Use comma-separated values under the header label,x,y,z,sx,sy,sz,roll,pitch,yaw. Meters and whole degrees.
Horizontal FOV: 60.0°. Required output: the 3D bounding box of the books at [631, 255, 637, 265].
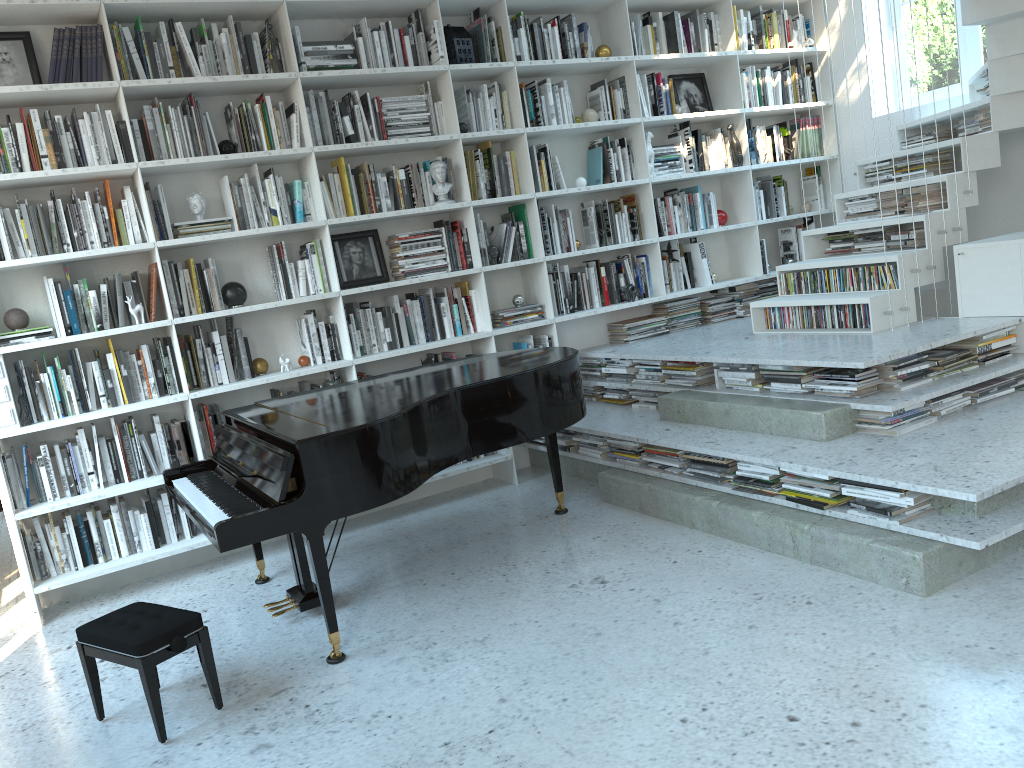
label,x,y,z,sx,sy,sz,roll,pitch,yaw
books,0.775,-0.693,5.758,0.012,0.283,0.143,-14,10,-27

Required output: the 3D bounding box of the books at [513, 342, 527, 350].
label,x,y,z,sx,sy,sz,roll,pitch,yaw
books,0.064,-0.117,5.289,0.005,0.264,0.162,-14,10,-27

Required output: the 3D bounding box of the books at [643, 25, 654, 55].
label,x,y,z,sx,sy,sz,roll,pitch,yaw
books,0.832,-2.155,5.652,0.025,0.208,0.175,-14,10,-27

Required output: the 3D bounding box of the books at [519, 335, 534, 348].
label,x,y,z,sx,sy,sz,roll,pitch,yaw
books,0.096,-0.145,5.316,0.032,0.301,0.148,-14,10,-27

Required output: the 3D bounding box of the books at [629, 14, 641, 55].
label,x,y,z,sx,sy,sz,roll,pitch,yaw
books,0.764,-2.179,5.630,0.051,0.283,0.166,-14,10,-27

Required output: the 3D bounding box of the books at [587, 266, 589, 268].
label,x,y,z,sx,sy,sz,roll,pitch,yaw
books,0.473,-0.611,5.606,0.016,0.261,0.098,-14,10,-27

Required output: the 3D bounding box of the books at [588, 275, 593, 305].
label,x,y,z,sx,sy,sz,roll,pitch,yaw
books,0.450,-0.583,5.578,0.012,0.222,0.153,-14,10,-27

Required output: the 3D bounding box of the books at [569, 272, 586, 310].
label,x,y,z,sx,sy,sz,roll,pitch,yaw
books,0.398,-0.577,5.551,0.029,0.235,0.142,-14,10,-27

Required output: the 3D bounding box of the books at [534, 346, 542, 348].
label,x,y,z,sx,sy,sz,roll,pitch,yaw
books,0.151,-0.115,5.318,0.026,0.225,0.175,-14,10,-27

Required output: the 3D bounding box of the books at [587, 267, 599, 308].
label,x,y,z,sx,sy,sz,roll,pitch,yaw
books,0.471,-0.601,5.569,0.025,0.253,0.181,-14,10,-27

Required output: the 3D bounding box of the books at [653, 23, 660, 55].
label,x,y,z,sx,sy,sz,roll,pitch,yaw
books,0.881,-2.177,5.691,0.030,0.224,0.157,-14,10,-27

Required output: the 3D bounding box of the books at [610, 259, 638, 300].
label,x,y,z,sx,sy,sz,roll,pitch,yaw
books,0.711,-0.666,5.698,0.070,0.267,0.185,-14,10,-27

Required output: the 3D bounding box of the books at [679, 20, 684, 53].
label,x,y,z,sx,sy,sz,roll,pitch,yaw
books,1.038,-2.214,5.750,0.030,0.230,0.187,-14,10,-27

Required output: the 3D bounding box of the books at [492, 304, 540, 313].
label,x,y,z,sx,sy,sz,roll,pitch,yaw
books,0.022,-0.449,5.279,0.254,0.012,0.160,-12,9,-18

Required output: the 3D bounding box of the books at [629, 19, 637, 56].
label,x,y,z,sx,sy,sz,roll,pitch,yaw
books,0.726,-2.156,5.613,0.012,0.254,0.160,-14,10,-27

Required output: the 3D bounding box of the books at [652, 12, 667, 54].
label,x,y,z,sx,sy,sz,roll,pitch,yaw
books,0.924,-2.219,5.704,0.026,0.288,0.156,-14,10,-27

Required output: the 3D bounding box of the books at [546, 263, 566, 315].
label,x,y,z,sx,sy,sz,roll,pitch,yaw
books,0.253,-0.580,5.443,0.010,0.317,0.186,-14,10,-27

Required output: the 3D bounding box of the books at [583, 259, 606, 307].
label,x,y,z,sx,sy,sz,roll,pitch,yaw
books,0.518,-0.632,5.589,0.012,0.293,0.175,-14,10,-27

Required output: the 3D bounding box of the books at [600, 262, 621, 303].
label,x,y,z,sx,sy,sz,roll,pitch,yaw
books,0.618,-0.643,5.658,0.026,0.263,0.169,-14,10,-27

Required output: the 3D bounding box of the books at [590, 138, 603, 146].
label,x,y,z,sx,sy,sz,roll,pitch,yaw
books,0.553,-1.388,5.586,0.016,0.291,0.135,-14,10,-27

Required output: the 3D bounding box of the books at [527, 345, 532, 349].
label,x,y,z,sx,sy,sz,roll,pitch,yaw
books,0.089,-0.112,5.293,0.014,0.246,0.176,-14,10,-27

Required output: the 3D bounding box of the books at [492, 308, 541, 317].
label,x,y,z,sx,sy,sz,roll,pitch,yaw
books,0.027,-0.425,5.281,0.253,0.012,0.160,-13,9,-27

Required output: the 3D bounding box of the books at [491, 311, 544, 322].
label,x,y,z,sx,sy,sz,roll,pitch,yaw
books,0.028,-0.402,5.290,0.285,0.012,0.159,-13,9,-24

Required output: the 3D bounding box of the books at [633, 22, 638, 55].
label,x,y,z,sx,sy,sz,roll,pitch,yaw
books,0.740,-2.150,5.618,0.013,0.237,0.141,-14,10,-27

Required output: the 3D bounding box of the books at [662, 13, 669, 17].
label,x,y,z,sx,sy,sz,roll,pitch,yaw
books,0.988,-2.236,5.759,0.012,0.285,0.159,-14,10,-27

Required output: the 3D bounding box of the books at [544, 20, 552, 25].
label,x,y,z,sx,sy,sz,roll,pitch,yaw
books,0.239,-2.052,5.384,0.010,0.272,0.120,-14,10,-27

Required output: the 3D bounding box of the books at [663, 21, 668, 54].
label,x,y,z,sx,sy,sz,roll,pitch,yaw
books,0.945,-2.200,5.728,0.025,0.239,0.142,-14,10,-27

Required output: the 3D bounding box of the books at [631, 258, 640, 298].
label,x,y,z,sx,sy,sz,roll,pitch,yaw
books,0.757,-0.678,5.734,0.021,0.265,0.150,-14,10,-27

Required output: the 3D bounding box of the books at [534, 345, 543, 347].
label,x,y,z,sx,sy,sz,roll,pitch,yaw
books,0.159,-0.120,5.341,0.011,0.226,0.149,-14,10,-27

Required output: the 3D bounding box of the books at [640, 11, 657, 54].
label,x,y,z,sx,sy,sz,roll,pitch,yaw
books,0.857,-2.208,5.677,0.011,0.297,0.162,-14,10,-27

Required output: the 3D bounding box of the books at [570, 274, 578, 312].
label,x,y,z,sx,sy,sz,roll,pitch,yaw
books,0.353,-0.563,5.515,0.065,0.232,0.162,-14,10,-27

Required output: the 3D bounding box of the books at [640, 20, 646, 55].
label,x,y,z,sx,sy,sz,roll,pitch,yaw
books,0.795,-2.172,5.657,0.026,0.251,0.130,-14,10,-27

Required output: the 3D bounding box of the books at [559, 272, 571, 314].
label,x,y,z,sx,sy,sz,roll,pitch,yaw
books,0.285,-0.557,5.462,0.023,0.257,0.178,-14,10,-27

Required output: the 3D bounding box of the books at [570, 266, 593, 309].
label,x,y,z,sx,sy,sz,roll,pitch,yaw
books,0.437,-0.602,5.563,0.014,0.268,0.171,-14,10,-27

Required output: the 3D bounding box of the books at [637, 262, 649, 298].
label,x,y,z,sx,sy,sz,roll,pitch,yaw
books,0.810,-0.669,5.743,0.025,0.228,0.175,-14,10,-27

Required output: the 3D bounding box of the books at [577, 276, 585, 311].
label,x,y,z,sx,sy,sz,roll,pitch,yaw
books,0.387,-0.564,5.535,0.011,0.217,0.175,-14,10,-27

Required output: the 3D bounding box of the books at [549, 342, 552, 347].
label,x,y,z,sx,sy,sz,roll,pitch,yaw
books,0.211,-0.136,5.365,0.013,0.233,0.149,-14,10,-27

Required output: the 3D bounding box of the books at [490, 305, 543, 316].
label,x,y,z,sx,sy,sz,roll,pitch,yaw
books,0.021,-0.438,5.287,0.285,0.012,0.159,-13,9,-23

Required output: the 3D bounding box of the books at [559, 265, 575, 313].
label,x,y,z,sx,sy,sz,roll,pitch,yaw
books,0.305,-0.581,5.471,0.030,0.295,0.188,-14,10,-27

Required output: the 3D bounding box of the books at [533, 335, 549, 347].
label,x,y,z,sx,sy,sz,roll,pitch,yaw
books,0.183,-0.154,5.340,0.021,0.285,0.172,-14,10,-27

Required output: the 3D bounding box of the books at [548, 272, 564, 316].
label,x,y,z,sx,sy,sz,roll,pitch,yaw
books,0.244,-0.550,5.439,0.023,0.263,0.186,-14,10,-27

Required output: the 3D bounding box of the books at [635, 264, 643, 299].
label,x,y,z,sx,sy,sz,roll,pitch,yaw
books,0.781,-0.659,5.734,0.013,0.220,0.168,-14,10,-27

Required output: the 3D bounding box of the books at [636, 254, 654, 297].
label,x,y,z,sx,sy,sz,roll,pitch,yaw
books,0.847,-0.701,5.769,0.025,0.273,0.171,-14,10,-27

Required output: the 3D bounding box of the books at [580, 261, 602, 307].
label,x,y,z,sx,sy,sz,roll,pitch,yaw
books,0.497,-0.627,5.603,0.012,0.285,0.159,-14,10,-27

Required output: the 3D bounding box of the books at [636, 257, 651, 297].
label,x,y,z,sx,sy,sz,roll,pitch,yaw
books,0.826,-0.689,5.758,0.026,0.258,0.156,-14,10,-27

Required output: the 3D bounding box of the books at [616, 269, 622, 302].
label,x,y,z,sx,sy,sz,roll,pitch,yaw
books,0.642,-0.623,5.675,0.022,0.211,0.135,-14,10,-27

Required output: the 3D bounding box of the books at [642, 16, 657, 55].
label,x,y,z,sx,sy,sz,roll,pitch,yaw
books,0.848,-2.187,5.664,0.026,0.261,0.167,-14,10,-27

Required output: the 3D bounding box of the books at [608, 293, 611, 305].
label,x,y,z,sx,sy,sz,roll,pitch,yaw
books,0.556,-0.616,5.630,0.025,0.238,0.156,-14,10,-27

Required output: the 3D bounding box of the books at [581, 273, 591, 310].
label,x,y,z,sx,sy,sz,roll,pitch,yaw
books,0.423,-0.579,5.560,0.024,0.228,0.159,-14,10,-27

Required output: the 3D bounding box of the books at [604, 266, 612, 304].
label,x,y,z,sx,sy,sz,roll,pitch,yaw
books,0.573,-0.623,5.646,0.021,0.243,0.131,-14,10,-27

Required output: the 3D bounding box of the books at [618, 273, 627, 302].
label,x,y,z,sx,sy,sz,roll,pitch,yaw
books,0.668,-0.613,5.682,0.025,0.181,0.169,-14,10,-27

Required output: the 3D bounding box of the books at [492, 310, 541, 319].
label,x,y,z,sx,sy,sz,roll,pitch,yaw
books,0.024,-0.414,5.293,0.254,0.012,0.160,-13,9,-22

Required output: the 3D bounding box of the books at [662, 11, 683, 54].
label,x,y,z,sx,sy,sz,roll,pitch,yaw
books,0.992,-2.217,5.693,0.032,0.266,0.245,-14,10,-27

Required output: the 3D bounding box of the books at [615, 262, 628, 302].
label,x,y,z,sx,sy,sz,roll,pitch,yaw
books,0.677,-0.650,5.687,0.012,0.249,0.164,-14,10,-27

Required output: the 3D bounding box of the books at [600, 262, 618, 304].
label,x,y,z,sx,sy,sz,roll,pitch,yaw
books,0.599,-0.637,5.641,0.026,0.263,0.173,-14,10,-27

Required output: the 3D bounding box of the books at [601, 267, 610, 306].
label,x,y,z,sx,sy,sz,roll,pitch,yaw
books,0.539,-0.613,5.605,0.031,0.244,0.184,-14,10,-27

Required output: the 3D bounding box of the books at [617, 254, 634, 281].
label,x,y,z,sx,sy,sz,roll,pitch,yaw
books,0.740,-0.688,5.723,0.013,0.294,0.134,-14,10,-27

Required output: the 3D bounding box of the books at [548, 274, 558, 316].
label,x,y,z,sx,sy,sz,roll,pitch,yaw
books,0.220,-0.543,5.449,0.012,0.254,0.160,-14,10,-27

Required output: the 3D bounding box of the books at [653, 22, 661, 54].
label,x,y,z,sx,sy,sz,roll,pitch,yaw
books,0.896,-2.189,5.715,0.024,0.236,0.146,-14,10,-27
